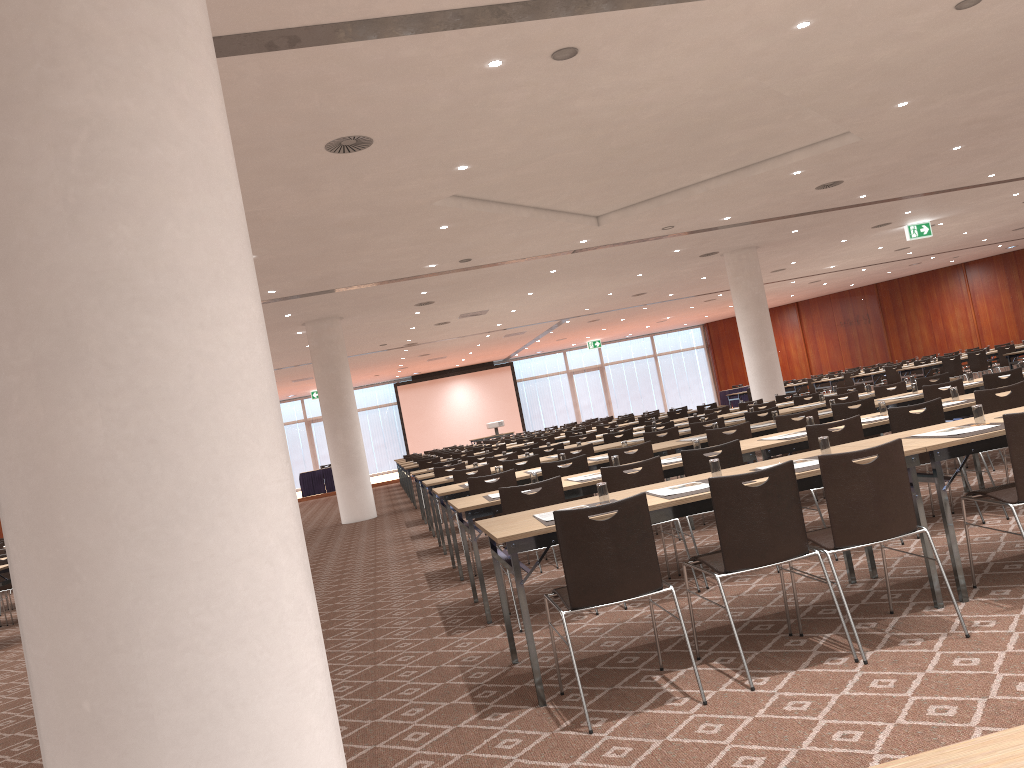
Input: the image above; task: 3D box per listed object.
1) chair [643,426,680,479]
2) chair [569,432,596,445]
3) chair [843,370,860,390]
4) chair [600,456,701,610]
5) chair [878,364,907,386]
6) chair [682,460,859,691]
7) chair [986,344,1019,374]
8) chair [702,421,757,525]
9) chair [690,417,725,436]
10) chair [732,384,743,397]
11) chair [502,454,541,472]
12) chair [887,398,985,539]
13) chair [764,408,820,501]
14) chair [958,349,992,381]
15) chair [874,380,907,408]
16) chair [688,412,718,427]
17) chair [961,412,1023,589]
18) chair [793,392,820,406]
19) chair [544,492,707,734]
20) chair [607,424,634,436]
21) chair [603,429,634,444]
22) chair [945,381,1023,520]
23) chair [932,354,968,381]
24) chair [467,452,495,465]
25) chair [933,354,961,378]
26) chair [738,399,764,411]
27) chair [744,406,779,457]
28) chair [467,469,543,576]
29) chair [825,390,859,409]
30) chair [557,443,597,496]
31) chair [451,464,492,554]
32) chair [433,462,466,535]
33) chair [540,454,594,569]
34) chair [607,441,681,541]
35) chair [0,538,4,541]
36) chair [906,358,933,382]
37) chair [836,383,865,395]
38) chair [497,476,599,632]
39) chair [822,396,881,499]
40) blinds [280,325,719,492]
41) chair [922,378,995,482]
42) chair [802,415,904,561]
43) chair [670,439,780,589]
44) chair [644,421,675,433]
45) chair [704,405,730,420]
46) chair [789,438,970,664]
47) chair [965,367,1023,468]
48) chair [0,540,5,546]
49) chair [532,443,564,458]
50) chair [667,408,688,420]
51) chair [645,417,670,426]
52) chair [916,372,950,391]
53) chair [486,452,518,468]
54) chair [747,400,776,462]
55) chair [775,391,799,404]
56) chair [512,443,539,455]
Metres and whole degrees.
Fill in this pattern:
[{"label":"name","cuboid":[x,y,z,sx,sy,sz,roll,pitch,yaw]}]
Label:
[{"label":"chair","cuboid":[1.776,1.000,10.431,0.535,0.939,0.614,-11,-2,-12]},{"label":"chair","cuboid":[1.189,1.273,14.346,0.535,0.939,0.614,-11,-2,-7]},{"label":"chair","cuboid":[8.899,0.155,23.297,0.535,0.939,0.614,-11,-2,-10]},{"label":"chair","cuboid":[0.868,1.002,6.200,0.535,0.939,0.614,-11,-2,-10]},{"label":"chair","cuboid":[9.158,0.024,21.317,0.535,0.939,0.614,-11,-2,-8]},{"label":"chair","cuboid":[1.164,0.866,4.261,0.535,0.939,0.614,-11,-2,-12]},{"label":"chair","cuboid":[10.789,-0.367,19.420,0.535,0.939,0.614,-11,-2,-10]},{"label":"chair","cuboid":[2.089,0.859,8.459,0.535,0.939,0.614,-11,-2,-7]},{"label":"chair","cuboid":[2.343,0.896,10.567,0.535,0.939,0.614,-11,-2,-11]},{"label":"chair","cuboid":[8.732,0.484,33.764,0.535,0.939,0.614,-11,-2,-9]},{"label":"chair","cuboid":[0.152,1.300,10.129,0.535,0.939,0.614,-11,-2,-10]},{"label":"chair","cuboid":[3.005,0.609,6.630,0.535,0.939,0.614,-11,-2,-8]},{"label":"chair","cuboid":[2.750,0.735,8.533,0.535,0.939,0.614,-11,-2,-9]},{"label":"chair","cuboid":[10.141,-0.243,19.395,0.535,0.939,0.614,-11,-2,-8]},{"label":"chair","cuboid":[4.655,0.467,10.948,0.535,0.939,0.614,-11,-2,-11]},{"label":"chair","cuboid":[2.741,0.903,12.613,0.535,0.939,0.614,-11,-2,-8]},{"label":"chair","cuboid":[2.707,0.581,4.557,0.535,0.939,0.614,-11,-2,-7]},{"label":"chair","cuboid":[4.269,0.618,12.829,0.535,0.939,0.614,-11,-2,-12]},{"label":"chair","cuboid":[0.454,0.996,4.109,0.535,0.939,0.614,-11,-2,-9]},{"label":"chair","cuboid":[1.801,1.160,14.482,0.535,0.939,0.614,-11,-2,-10]},{"label":"chair","cuboid":[1.520,1.132,12.455,0.535,0.939,0.614,-11,-2,-12]},{"label":"chair","cuboid":[3.660,0.485,6.695,0.535,0.939,0.614,-11,-2,-10]},{"label":"chair","cuboid":[9.495,-0.127,19.207,0.535,0.939,0.614,-11,-2,-7]},{"label":"chair","cuboid":[-0.441,1.575,14.078,0.535,0.939,0.614,-11,-2,-11]},{"label":"chair","cuboid":[10.475,-0.223,21.474,0.535,0.939,0.614,-11,-2,-10]},{"label":"chair","cuboid":[4.015,0.749,14.846,0.535,0.939,0.614,-11,-2,-10]},{"label":"chair","cuboid":[2.995,0.772,10.597,0.535,0.939,0.614,-11,-2,-10]},{"label":"chair","cuboid":[-0.127,1.269,8.059,0.535,0.939,0.614,-11,-2,-10]},{"label":"chair","cuboid":[4.016,0.584,10.800,0.535,0.939,0.614,-11,-2,-10]},{"label":"chair","cuboid":[0.774,1.188,10.309,0.535,0.939,0.614,-11,-2,-12]},{"label":"chair","cuboid":[-0.406,1.405,10.072,0.535,0.939,0.614,-10,-2,-12]},{"label":"chair","cuboid":[-0.783,1.559,12.076,0.535,0.939,0.614,-11,-2,-9]},{"label":"chair","cuboid":[0.532,1.148,8.203,0.535,0.939,0.614,-11,-2,-8]},{"label":"chair","cuboid":[1.140,1.037,8.346,0.535,0.939,0.614,-11,-2,-12]},{"label":"chair","cuboid":[-11.213,3.888,19.986,0.535,0.939,0.614,-11,-2,-8]},{"label":"chair","cuboid":[9.838,-0.108,21.286,0.535,0.939,0.614,-11,-2,-7]},{"label":"chair","cuboid":[4.953,0.493,12.977,0.535,0.939,0.614,-11,-2,-9]},{"label":"chair","cuboid":[0.186,1.130,6.123,0.535,0.939,0.614,-11,-2,-8]},{"label":"chair","cuboid":[3.339,0.627,8.665,0.535,0.939,0.614,-11,-2,-6]},{"label":"blinds","cuboid":[-2.132,1.283,38.053,22.845,3.815,0.115,-11,-2,-9]},{"label":"chair","cuboid":[4.295,0.452,8.865,0.535,0.939,0.614,-11,-2,-8]},{"label":"chair","cuboid":[2.335,0.730,6.441,0.535,0.939,0.614,-11,-2,-12]},{"label":"chair","cuboid":[1.447,0.896,6.330,0.535,0.939,0.614,-11,-2,-8]},{"label":"chair","cuboid":[2.106,1.020,12.474,0.535,0.939,0.614,-11,-2,-9]},{"label":"chair","cuboid":[3.421,0.858,14.713,0.535,0.939,0.614,-11,-2,-10]},{"label":"chair","cuboid":[1.696,0.766,4.313,0.535,0.939,0.614,-11,-2,-10]},{"label":"chair","cuboid":[4.891,0.338,8.885,0.535,0.939,0.614,-11,-2,-9]},{"label":"chair","cuboid":[-10.225,3.616,17.984,0.535,0.939,0.614,-11,-2,-6]},{"label":"chair","cuboid":[0.557,1.307,12.219,0.535,0.939,0.614,-11,-2,-7]},{"label":"chair","cuboid":[3.424,1.002,18.254,0.535,0.939,0.614,-11,-2,-11]},{"label":"chair","cuboid":[2.423,1.047,14.627,0.535,0.939,0.614,-10,-2,-12]},{"label":"chair","cuboid":[5.208,0.363,10.996,0.535,0.939,0.614,-11,-2,-7]},{"label":"chair","cuboid":[-0.082,1.427,12.148,0.535,0.939,0.614,-11,-2,-11]},{"label":"chair","cuboid":[3.618,0.742,12.800,0.535,0.939,0.614,-11,-2,-8]},{"label":"chair","cuboid":[4.634,0.633,14.913,0.535,0.939,0.614,-11,-2,-12]},{"label":"chair","cuboid":[0.276,1.445,14.273,0.535,0.939,0.614,-11,-2,-8]}]
